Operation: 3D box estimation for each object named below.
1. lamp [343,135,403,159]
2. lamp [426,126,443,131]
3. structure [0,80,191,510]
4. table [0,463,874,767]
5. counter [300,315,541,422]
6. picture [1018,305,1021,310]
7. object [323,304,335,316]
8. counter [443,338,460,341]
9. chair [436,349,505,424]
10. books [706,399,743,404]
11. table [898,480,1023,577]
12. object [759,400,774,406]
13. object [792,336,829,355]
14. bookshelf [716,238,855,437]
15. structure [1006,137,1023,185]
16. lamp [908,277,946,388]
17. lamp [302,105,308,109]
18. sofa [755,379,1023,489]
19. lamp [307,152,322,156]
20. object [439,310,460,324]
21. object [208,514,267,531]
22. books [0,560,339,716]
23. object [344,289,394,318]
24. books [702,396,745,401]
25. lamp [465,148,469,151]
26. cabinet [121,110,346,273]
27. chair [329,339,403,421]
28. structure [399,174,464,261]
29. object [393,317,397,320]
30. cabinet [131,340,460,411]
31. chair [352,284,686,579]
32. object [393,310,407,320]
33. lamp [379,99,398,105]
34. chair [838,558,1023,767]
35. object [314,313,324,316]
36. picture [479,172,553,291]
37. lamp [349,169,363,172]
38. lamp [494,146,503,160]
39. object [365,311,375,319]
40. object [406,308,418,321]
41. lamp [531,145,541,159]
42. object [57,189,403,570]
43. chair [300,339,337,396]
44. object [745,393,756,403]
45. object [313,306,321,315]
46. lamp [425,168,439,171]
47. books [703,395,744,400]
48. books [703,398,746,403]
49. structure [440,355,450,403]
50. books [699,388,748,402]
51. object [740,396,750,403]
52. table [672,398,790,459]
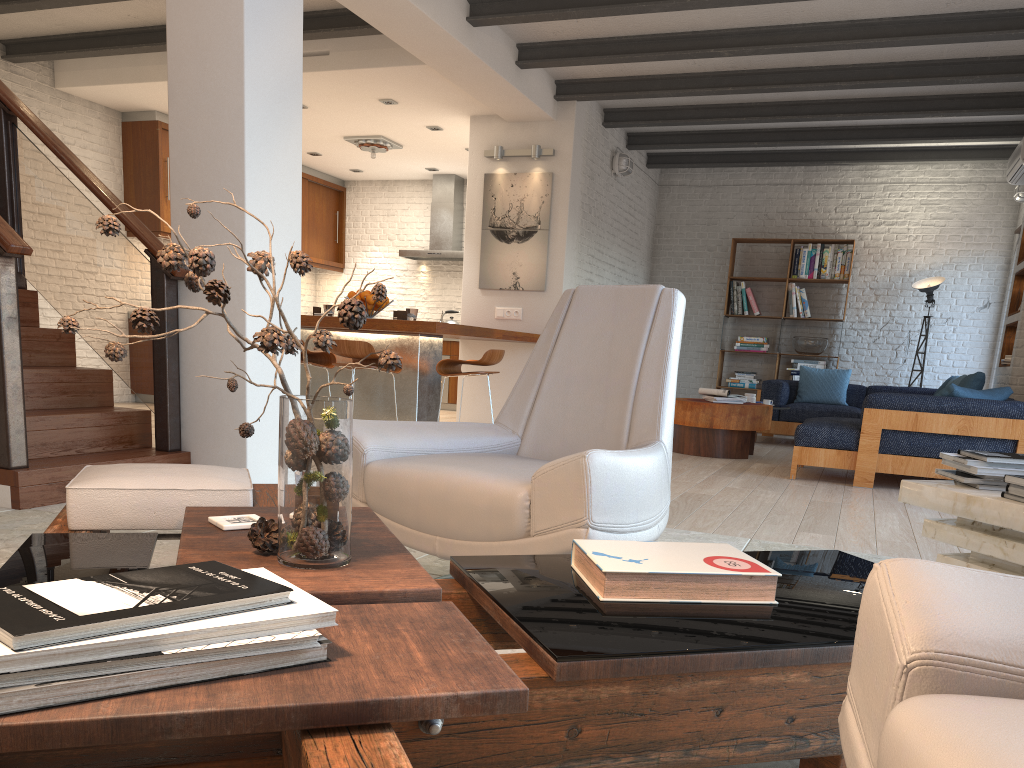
[{"bbox_3d":[-1.449,-2.446,9.119,0.447,0.175,0.443,5,4,21],"label":"lamp"},{"bbox_3d":[-0.741,-2.475,8.374,0.123,0.056,0.121,5,4,21],"label":"lamp"},{"bbox_3d":[-1.705,-1.628,4.748,10.083,4.248,13.627,5,3,21],"label":"structure"},{"bbox_3d":[-0.073,0.494,1.529,1.972,0.440,2.152,3,3,-18],"label":"table"},{"bbox_3d":[-0.836,-0.011,7.184,1.674,0.943,2.455,5,4,21],"label":"counter"},{"bbox_3d":[4.434,-0.733,7.470,0.102,0.251,0.188,6,9,12],"label":"picture"},{"bbox_3d":[-1.355,-0.543,6.465,0.090,0.087,0.089,6,7,18],"label":"object"},{"bbox_3d":[-1.688,-0.593,9.853,3.498,0.072,3.278,4,2,21],"label":"counter"},{"bbox_3d":[-0.279,0.134,6.295,0.419,0.797,0.395,7,11,21],"label":"chair"},{"bbox_3d":[1.807,0.148,7.435,0.252,0.011,0.311,4,2,1],"label":"books"},{"bbox_3d":[1.282,0.521,2.115,0.495,0.518,0.481,1,8,-19],"label":"table"},{"bbox_3d":[2.352,0.177,8.060,0.154,0.058,0.265,4,3,14],"label":"object"},{"bbox_3d":[3.439,-0.434,10.072,0.400,0.207,0.394,1,5,-27],"label":"object"},{"bbox_3d":[3.130,-0.519,10.141,1.308,2.264,0.356,7,12,20],"label":"bookshelf"},{"bbox_3d":[4.292,-1.852,7.265,0.198,0.225,0.801,7,4,22],"label":"structure"},{"bbox_3d":[4.507,-0.220,9.294,0.507,1.897,0.840,2,10,-6],"label":"lamp"},{"bbox_3d":[-1.932,-2.531,7.885,0.123,0.056,0.121,5,4,21],"label":"lamp"},{"bbox_3d":[3.097,0.348,7.672,2.065,0.677,3.885,5,3,22],"label":"sofa"},{"bbox_3d":[-2.236,-2.623,9.872,0.123,0.056,0.121,5,4,21],"label":"lamp"},{"bbox_3d":[-0.747,-0.773,10.782,0.258,0.283,0.260,10,10,42],"label":"object"},{"bbox_3d":[-0.474,0.266,1.779,0.271,0.036,0.243,3,2,-7],"label":"object"},{"bbox_3d":[-0.428,0.277,1.001,0.400,0.076,0.245,2,3,-36],"label":"books"},{"bbox_3d":[-1.054,-0.581,6.439,0.366,0.228,0.354,2,5,-13],"label":"object"},{"bbox_3d":[1.800,0.126,7.431,0.253,0.011,0.310,3,2,-9],"label":"books"},{"bbox_3d":[-0.412,-2.484,9.187,0.123,0.056,0.121,5,4,21],"label":"lamp"},{"bbox_3d":[-3.027,-2.073,10.090,0.458,1.191,3.287,8,5,22],"label":"cabinet"},{"bbox_3d":[-1.041,0.097,6.016,0.402,0.797,0.412,7,11,21],"label":"chair"},{"bbox_3d":[-0.835,-2.050,10.750,0.979,1.021,0.447,6,11,20],"label":"structure"},{"bbox_3d":[-0.702,-0.458,6.275,0.392,0.036,0.195,5,3,25],"label":"object"},{"bbox_3d":[-1.777,-1.149,10.168,4.787,2.914,2.202,2,8,-14],"label":"cabinet"},{"bbox_3d":[0.095,0.171,2.740,1.011,1.044,0.961,9,9,37],"label":"chair"},{"bbox_3d":[-0.805,-0.491,6.353,0.094,0.084,0.111,1,6,-24],"label":"object"},{"bbox_3d":[-1.070,-2.466,7.560,0.123,0.056,0.121,5,4,21],"label":"lamp"},{"bbox_3d":[0.858,0.298,0.594,0.982,1.026,1.001,4,7,6],"label":"chair"},{"bbox_3d":[-1.414,-0.512,6.533,0.285,0.036,0.202,4,3,21],"label":"object"},{"bbox_3d":[0.026,-1.373,7.893,0.650,1.044,0.019,7,12,20],"label":"picture"},{"bbox_3d":[-1.907,-2.632,10.684,0.123,0.056,0.121,5,4,21],"label":"lamp"},{"bbox_3d":[-0.119,-2.056,7.760,0.079,0.107,0.078,-4,11,-40],"label":"lamp"},{"bbox_3d":[-1.953,-0.899,11.565,0.319,0.386,0.065,6,12,20],"label":"object"},{"bbox_3d":[-0.716,-0.495,6.238,0.090,0.087,0.090,9,9,36],"label":"object"},{"bbox_3d":[0.210,-2.031,7.636,0.079,0.107,0.078,-4,11,-40],"label":"lamp"},{"bbox_3d":[-0.453,-0.010,1.417,0.543,0.624,0.306,2,10,-8],"label":"object"},{"bbox_3d":[-1.540,0.059,6.203,0.402,0.797,0.412,7,11,21],"label":"chair"},{"bbox_3d":[2.163,0.143,7.931,0.106,0.111,0.107,9,9,37],"label":"object"},{"bbox_3d":[-1.430,-0.539,6.593,0.114,0.084,0.092,6,7,21],"label":"object"},{"bbox_3d":[-0.946,-2.559,10.323,0.123,0.056,0.121,5,4,21],"label":"lamp"},{"bbox_3d":[1.796,0.116,7.422,0.253,0.011,0.311,3,2,-4],"label":"books"},{"bbox_3d":[1.811,0.137,7.448,0.253,0.011,0.310,3,2,-9],"label":"books"},{"bbox_3d":[-1.009,-0.080,11.044,0.665,0.593,0.490,6,8,21],"label":"structure"},{"bbox_3d":[1.815,0.101,7.495,0.272,0.112,0.315,1,4,-36],"label":"books"},{"bbox_3d":[2.030,0.135,7.662,0.146,0.057,0.171,4,3,10],"label":"object"},{"bbox_3d":[1.905,0.372,8.009,1.066,0.458,1.805,5,3,27],"label":"table"}]
